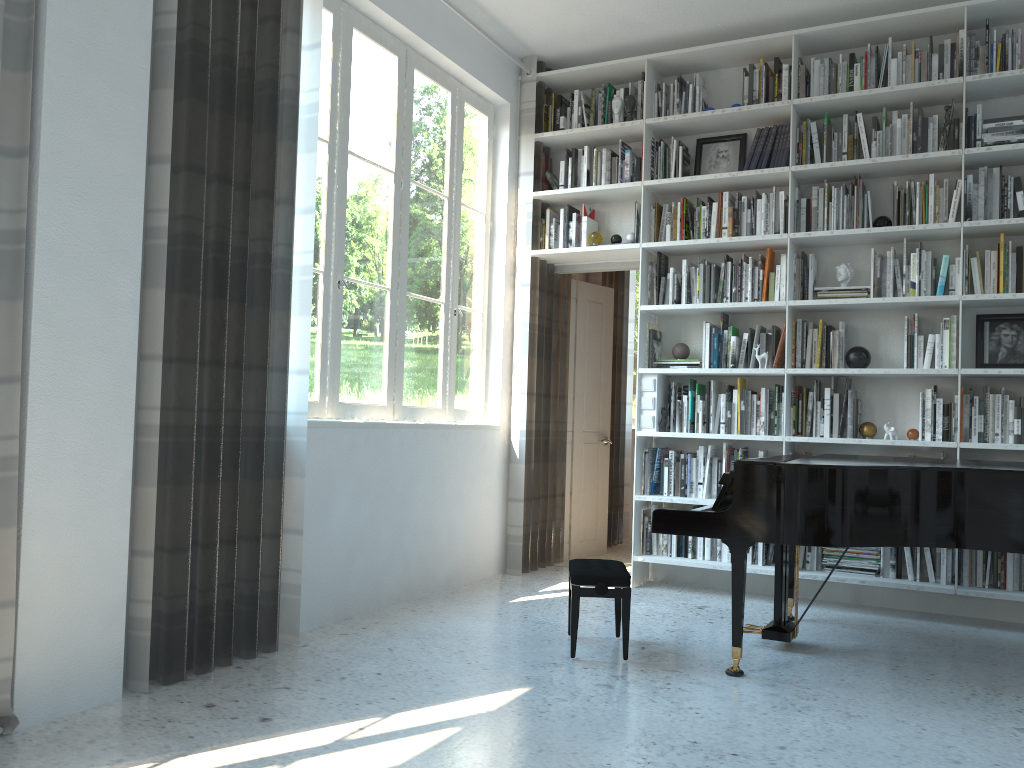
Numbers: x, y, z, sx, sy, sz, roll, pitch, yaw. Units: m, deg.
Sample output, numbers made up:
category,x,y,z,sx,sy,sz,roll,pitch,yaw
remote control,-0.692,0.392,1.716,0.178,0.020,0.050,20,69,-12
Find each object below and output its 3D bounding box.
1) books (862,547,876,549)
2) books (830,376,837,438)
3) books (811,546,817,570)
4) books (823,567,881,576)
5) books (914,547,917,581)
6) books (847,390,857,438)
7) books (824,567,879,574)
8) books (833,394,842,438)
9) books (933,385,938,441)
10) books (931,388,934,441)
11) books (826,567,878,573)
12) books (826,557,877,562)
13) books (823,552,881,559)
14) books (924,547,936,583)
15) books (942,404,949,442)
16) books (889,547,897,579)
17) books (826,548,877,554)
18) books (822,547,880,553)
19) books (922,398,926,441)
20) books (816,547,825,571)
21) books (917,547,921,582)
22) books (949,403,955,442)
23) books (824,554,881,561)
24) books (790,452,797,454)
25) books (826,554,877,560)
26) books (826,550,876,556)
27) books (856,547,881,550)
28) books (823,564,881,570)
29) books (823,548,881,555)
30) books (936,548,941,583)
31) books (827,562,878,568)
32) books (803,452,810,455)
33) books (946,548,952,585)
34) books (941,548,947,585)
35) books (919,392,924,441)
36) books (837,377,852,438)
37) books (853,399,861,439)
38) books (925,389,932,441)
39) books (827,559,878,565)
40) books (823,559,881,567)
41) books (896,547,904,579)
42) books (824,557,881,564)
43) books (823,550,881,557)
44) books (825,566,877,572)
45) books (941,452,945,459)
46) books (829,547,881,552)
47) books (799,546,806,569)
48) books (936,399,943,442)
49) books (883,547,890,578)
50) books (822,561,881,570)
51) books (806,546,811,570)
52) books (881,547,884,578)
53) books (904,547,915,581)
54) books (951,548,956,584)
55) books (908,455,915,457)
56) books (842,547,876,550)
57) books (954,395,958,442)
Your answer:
category,x,y,z,sx,sy,sz,roll,pitch,yaw
books,1.844,0.868,4.796,0.254,0.006,0.161,0,-3,31
books,1.773,0.127,4.886,0.013,0.339,0.138,1,-2,27
books,1.675,0.903,4.889,0.027,0.227,0.139,1,-2,27
books,1.842,1.008,4.801,0.285,0.007,0.159,1,-3,27
books,2.120,0.905,4.644,0.011,0.232,0.174,1,-2,27
books,1.848,0.165,4.817,0.027,0.261,0.163,1,-2,27
books,1.838,1.001,4.793,0.254,0.007,0.161,0,-3,31
books,1.787,0.176,4.867,0.029,0.241,0.135,1,-2,27
books,2.217,0.155,4.644,0.014,0.290,0.132,1,-2,27
books,2.208,0.161,4.652,0.010,0.277,0.155,1,-2,27
books,1.842,0.995,4.801,0.254,0.007,0.161,1,-3,27
books,1.844,0.940,4.800,0.254,0.007,0.161,1,-3,28
books,1.845,0.919,4.801,0.285,0.007,0.159,1,-3,28
books,2.172,0.884,4.625,0.073,0.275,0.181,1,-2,27
books,2.266,0.204,4.629,0.031,0.194,0.142,1,-2,27
books,2.023,0.919,4.695,0.029,0.202,0.178,1,-2,27
books,1.843,0.895,4.803,0.254,0.006,0.161,1,-3,26
books,1.844,0.890,4.803,0.285,0.005,0.159,1,-3,28
books,2.174,0.187,4.673,0.015,0.225,0.148,1,-2,27
books,1.700,0.876,4.878,0.027,0.282,0.129,1,-2,27
books,2.127,0.883,4.633,0.012,0.274,0.180,1,-2,27
books,2.284,0.200,4.605,0.024,0.201,0.158,1,-2,27
books,1.840,0.932,4.792,0.285,0.007,0.159,1,-3,22
books,1.571,0.524,4.963,0.012,0.285,0.159,1,-2,27
books,1.845,0.926,4.800,0.254,0.007,0.161,1,-3,28
books,1.844,0.906,4.804,0.254,0.006,0.161,1,-3,27
books,1.841,0.873,4.797,0.285,0.005,0.159,1,-3,23
books,1.838,0.980,4.793,0.285,0.007,0.159,1,-3,23
books,1.842,0.900,4.801,0.285,0.005,0.159,1,-3,25
books,2.222,0.893,4.614,0.025,0.259,0.132,1,-2,27
books,1.841,0.967,4.793,0.254,0.007,0.161,1,-3,23
books,1.633,0.523,4.927,0.013,0.288,0.161,1,-2,27
books,2.257,0.932,4.578,0.024,0.179,0.171,1,-2,27
books,2.229,0.891,4.575,0.024,0.260,0.189,1,-2,27
books,2.159,0.172,4.673,0.012,0.254,0.161,1,-2,27
books,1.815,0.131,4.837,0.050,0.328,0.166,1,-2,27
books,1.876,0.191,4.818,0.023,0.212,0.160,1,-2,27
books,2.185,0.164,4.648,0.027,0.269,0.159,1,-2,27
books,1.841,0.953,4.794,0.254,0.007,0.161,1,-3,23
books,1.843,0.960,4.797,0.285,0.007,0.159,0,-3,29
books,2.055,0.902,4.693,0.028,0.238,0.136,1,-2,27
books,1.841,0.946,4.794,0.285,0.007,0.159,1,-3,23
books,1.846,0.912,4.803,0.285,0.007,0.159,1,-3,27
books,1.841,0.988,4.799,0.254,0.007,0.161,1,-3,28
books,2.236,0.512,4.605,0.013,0.320,0.173,1,-2,27
books,1.844,0.884,4.803,0.285,0.005,0.159,1,-3,26
books,1.616,0.924,4.912,0.053,0.184,0.148,1,-2,27
books,2.231,0.189,4.625,0.029,0.221,0.153,1,-2,27
books,2.003,0.887,4.721,0.031,0.265,0.144,1,-2,27
books,1.840,0.974,4.790,0.285,0.007,0.159,0,-3,32
books,1.649,0.901,4.893,0.023,0.231,0.164,1,-2,27
books,1.977,0.892,4.718,0.012,0.254,0.161,1,-2,27
books,2.089,0.894,4.664,0.062,0.253,0.178,1,-2,27
books,2.286,0.905,4.586,0.021,0.237,0.115,1,-2,27
books,2.113,0.525,4.693,0.025,0.294,0.134,1,-2,27
books,1.845,0.879,4.805,0.254,0.006,0.161,1,-3,27
books,2.316,0.181,4.619,0.019,0.242,0.107,1,-2,27
